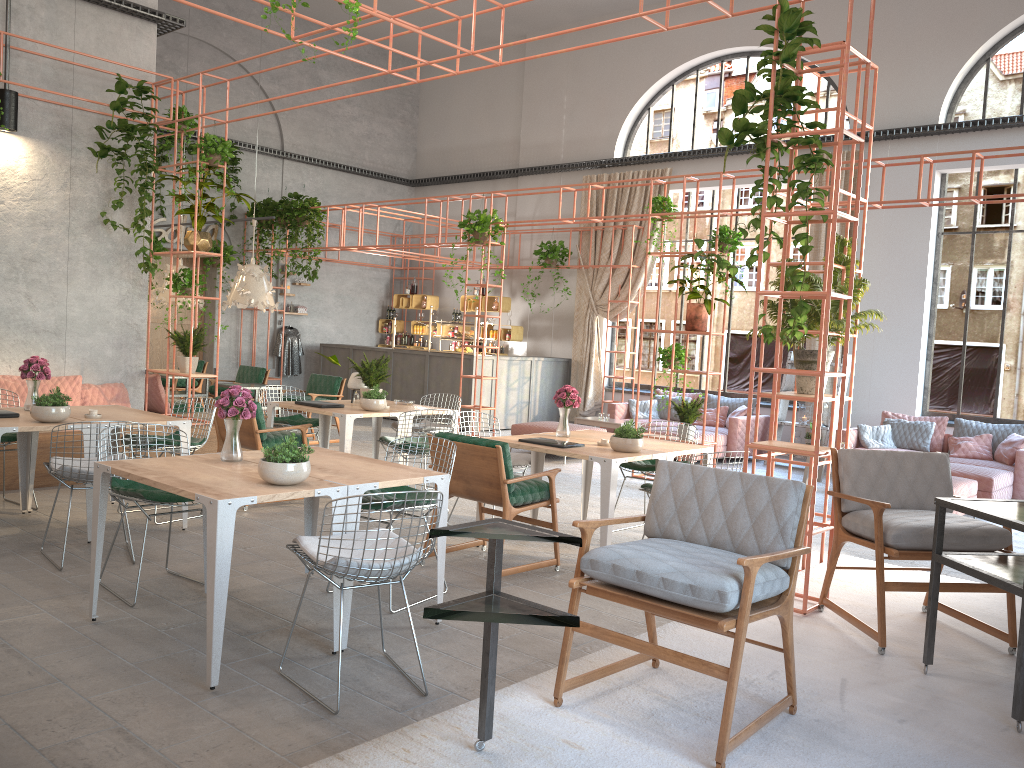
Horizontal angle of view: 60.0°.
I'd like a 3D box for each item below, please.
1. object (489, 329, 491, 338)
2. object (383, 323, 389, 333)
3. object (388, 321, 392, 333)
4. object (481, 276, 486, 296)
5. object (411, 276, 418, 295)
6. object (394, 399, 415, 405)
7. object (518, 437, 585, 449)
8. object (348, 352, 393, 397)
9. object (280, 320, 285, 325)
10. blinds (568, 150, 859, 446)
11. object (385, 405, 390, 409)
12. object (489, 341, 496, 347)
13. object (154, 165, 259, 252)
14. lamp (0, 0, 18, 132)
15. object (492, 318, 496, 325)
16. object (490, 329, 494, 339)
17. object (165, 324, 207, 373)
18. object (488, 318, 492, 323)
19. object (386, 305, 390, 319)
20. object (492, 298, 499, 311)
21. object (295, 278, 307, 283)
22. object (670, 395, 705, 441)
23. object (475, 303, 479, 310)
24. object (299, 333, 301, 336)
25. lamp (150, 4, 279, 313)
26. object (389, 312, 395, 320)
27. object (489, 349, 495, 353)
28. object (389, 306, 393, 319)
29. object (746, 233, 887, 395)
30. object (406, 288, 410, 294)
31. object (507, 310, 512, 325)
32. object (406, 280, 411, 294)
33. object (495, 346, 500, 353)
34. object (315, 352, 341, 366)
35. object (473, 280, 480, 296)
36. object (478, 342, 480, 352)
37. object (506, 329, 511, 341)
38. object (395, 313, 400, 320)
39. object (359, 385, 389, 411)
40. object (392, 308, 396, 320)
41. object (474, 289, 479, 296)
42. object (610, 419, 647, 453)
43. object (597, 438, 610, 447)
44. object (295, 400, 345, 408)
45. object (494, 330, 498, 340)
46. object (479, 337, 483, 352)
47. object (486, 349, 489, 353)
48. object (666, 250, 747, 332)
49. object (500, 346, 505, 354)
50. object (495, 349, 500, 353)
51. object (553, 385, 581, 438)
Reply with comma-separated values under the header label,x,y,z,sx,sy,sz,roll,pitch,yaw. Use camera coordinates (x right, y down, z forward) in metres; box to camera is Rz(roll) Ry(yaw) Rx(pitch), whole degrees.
label,x,y,z,sx,sy,sz,roll,pitch,yaw
object,-0.389,-0.923,16.567,0.069,0.191,0.069,3,3,-9
object,-2.596,-1.157,18.335,0.131,0.207,0.131,3,3,-4
object,-2.485,-1.170,18.222,0.094,0.248,0.072,6,4,41
object,-0.535,-1.843,16.693,0.134,0.386,0.134,5,4,30
object,-1.975,-1.996,17.954,0.134,0.386,0.134,2,3,-15
object,-1.092,0.186,8.998,0.218,0.041,0.218,1,4,-40
object,0.289,0.437,6.520,0.427,0.031,0.268,6,4,41
object,-1.357,-0.047,8.576,0.368,0.527,0.438,6,4,41
object,-4.331,-1.171,16.705,0.049,0.121,0.093,6,4,43
blinds,2.950,-1.336,14.209,4.957,4.389,0.414,6,4,42
object,-1.223,0.198,8.458,0.115,0.078,0.115,0,4,-43
object,-0.364,-0.735,16.455,0.115,0.107,0.115,4,3,7
object,-3.161,-1.831,9.180,0.934,0.947,0.903,3,3,3
lamp,-4.630,-3.059,8.152,0.185,1.425,0.179,6,4,41
object,-0.331,-1.175,16.356,0.083,0.159,0.083,3,3,-4
object,-0.366,-0.910,16.346,0.069,0.191,0.069,3,3,-13
object,-3.374,-0.374,9.238,0.368,0.527,0.438,6,4,41
object,-0.399,-1.182,16.415,0.083,0.159,0.083,3,3,-4
object,-2.553,-1.476,18.280,0.066,0.291,0.066,4,3,11
object,-0.294,-1.469,16.428,0.137,0.261,0.137,3,3,-13
object,-4.021,-1.969,16.894,0.013,0.101,0.263,6,4,41
object,2.028,0.386,10.218,0.368,0.527,0.438,6,4,41
object,-0.623,-1.440,16.633,0.141,0.142,0.123,6,4,41
object,-4.076,-0.921,17.038,0.033,0.146,0.070,4,3,12
lamp,-4.489,-3.054,12.121,4.456,4.052,0.704,6,4,41
object,-2.467,-1.396,18.225,0.115,0.147,0.115,3,3,-4
object,-0.366,-0.626,16.371,0.115,0.107,0.115,4,3,8
object,-2.502,-1.476,18.339,0.066,0.291,0.066,0,4,-42
object,2.113,-0.477,6.149,0.894,1.100,0.900,2,3,-20
object,-2.100,-1.867,17.874,0.088,0.123,0.088,4,3,7
object,-0.049,-1.211,16.273,0.075,0.273,0.075,5,4,30
object,-2.098,-1.970,18.109,0.134,0.301,0.134,5,4,30
object,-0.267,-0.632,16.362,0.073,0.131,0.073,5,4,34
object,-0.577,-0.098,2.354,0.934,0.923,0.903,4,3,8
object,-0.658,-1.817,16.848,0.134,0.301,0.134,5,4,30
object,-0.644,-0.750,16.732,0.065,0.280,0.065,3,3,-6
object,-0.038,-0.886,16.116,0.131,0.207,0.131,3,3,-4
object,-2.380,-1.396,18.324,0.115,0.147,0.115,3,3,-4
object,-1.275,0.124,8.150,0.254,0.247,0.248,6,4,41
object,-2.447,-1.476,18.399,0.066,0.291,0.066,3,3,-9
object,-0.660,-1.714,16.614,0.088,0.123,0.088,4,3,7
object,0.822,0.370,6.338,0.252,0.247,0.247,6,4,41
object,0.693,0.432,6.609,0.115,0.073,0.115,6,4,35
object,-1.809,0.191,8.333,0.427,0.031,0.268,6,4,41
object,-0.298,-0.902,16.286,0.069,0.191,0.069,1,4,-32
object,-0.592,-0.754,16.795,0.074,0.287,0.072,2,3,-17
object,-0.463,-0.636,16.456,0.115,0.107,0.115,6,4,38
object,2.225,-1.069,10.131,0.923,0.946,0.924,4,3,7
object,-0.177,-0.633,16.474,0.073,0.131,0.073,5,4,34
object,-0.284,-0.627,16.464,0.115,0.107,0.115,0,4,-43
object,0.429,0.213,7.021,0.225,0.414,0.213,5,4,33
